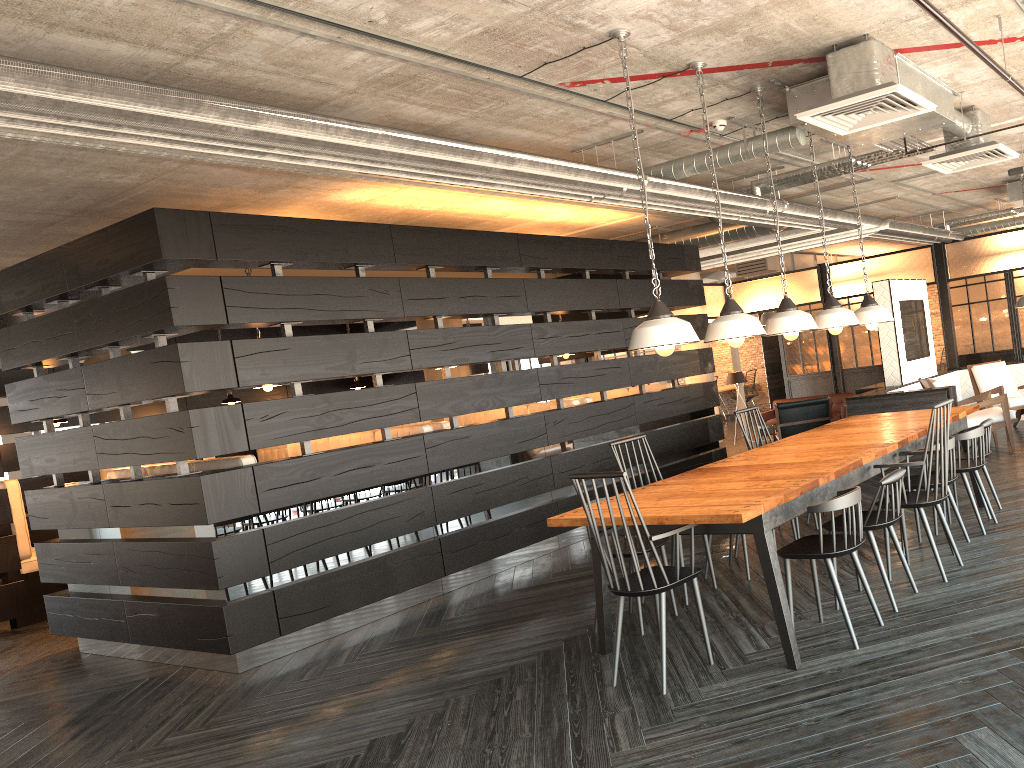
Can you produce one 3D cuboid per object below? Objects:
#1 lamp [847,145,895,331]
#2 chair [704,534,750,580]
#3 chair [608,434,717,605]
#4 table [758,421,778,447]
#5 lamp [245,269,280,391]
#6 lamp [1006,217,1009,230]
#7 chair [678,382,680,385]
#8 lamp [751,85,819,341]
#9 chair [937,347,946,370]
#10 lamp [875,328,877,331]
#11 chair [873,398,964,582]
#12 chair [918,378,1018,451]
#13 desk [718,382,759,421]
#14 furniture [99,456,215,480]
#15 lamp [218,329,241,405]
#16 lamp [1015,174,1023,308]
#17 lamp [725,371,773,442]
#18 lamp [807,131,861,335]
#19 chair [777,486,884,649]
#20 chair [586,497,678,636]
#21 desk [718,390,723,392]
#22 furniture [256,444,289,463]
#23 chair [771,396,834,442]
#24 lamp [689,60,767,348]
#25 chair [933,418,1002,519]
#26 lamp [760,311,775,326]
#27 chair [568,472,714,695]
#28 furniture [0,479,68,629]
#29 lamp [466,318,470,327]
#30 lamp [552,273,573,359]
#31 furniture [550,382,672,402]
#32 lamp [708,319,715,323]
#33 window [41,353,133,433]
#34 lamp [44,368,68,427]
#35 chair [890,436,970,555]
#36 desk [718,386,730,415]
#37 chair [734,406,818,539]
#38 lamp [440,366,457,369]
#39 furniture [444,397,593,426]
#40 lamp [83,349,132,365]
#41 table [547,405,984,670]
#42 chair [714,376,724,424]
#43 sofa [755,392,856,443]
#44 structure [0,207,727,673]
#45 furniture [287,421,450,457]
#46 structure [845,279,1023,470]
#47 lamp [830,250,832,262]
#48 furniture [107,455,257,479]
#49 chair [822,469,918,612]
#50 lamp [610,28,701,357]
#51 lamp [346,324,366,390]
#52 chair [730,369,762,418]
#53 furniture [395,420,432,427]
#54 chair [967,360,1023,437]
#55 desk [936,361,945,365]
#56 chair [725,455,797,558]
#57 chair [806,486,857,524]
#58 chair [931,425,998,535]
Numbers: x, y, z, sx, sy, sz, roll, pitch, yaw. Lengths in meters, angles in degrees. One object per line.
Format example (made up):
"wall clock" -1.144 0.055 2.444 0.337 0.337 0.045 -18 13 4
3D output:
"lamp" 2.656 -1.273 6.390 0.420 1.742 0.311 -11 3 -33
"chair" 1.503 0.913 5.634 0.383 0.739 0.430 -7 3 38
"chair" 0.982 0.836 5.267 0.422 1.035 0.526 -7 3 39
"table" 4.028 0.755 12.358 0.619 0.372 0.807 -8 1 34
"lamp" -1.922 -0.464 6.272 0.170 1.053 0.217 -7 3 32
"lamp" 9.369 -2.493 14.999 0.258 0.859 3.924 -6 1 41
"chair" 4.188 0.396 20.211 0.602 1.065 0.795 -7 3 39
"lamp" 1.644 -1.134 5.235 0.422 1.742 0.309 -11 4 -40
"chair" 8.734 -0.238 17.111 0.602 1.065 0.795 -7 3 39
"lamp" 4.596 -0.759 10.468 0.228 0.172 0.195 -8 1 4
"chair" 2.434 0.634 5.007 0.422 1.035 0.526 -7 3 39
"chair" 5.169 0.325 9.444 0.926 0.909 0.733 -8 2 6
"desk" 5.128 0.439 19.632 0.691 0.721 1.890 -7 1 41
"furniture" -3.708 1.376 8.848 1.626 1.263 1.230 -7 2 37
"lamp" -3.290 -0.270 9.509 0.197 1.053 0.189 -9 3 1
"lamp" 6.080 -1.695 9.783 0.586 1.549 0.431 -11 4 -44
"lamp" 3.993 0.357 13.842 0.874 1.182 0.528 -9 2 -5
"lamp" 2.150 -1.204 5.813 0.420 1.742 0.311 -11 3 -33
"chair" 1.576 0.901 4.179 0.383 0.739 0.430 -7 3 38
"chair" 0.678 1.027 4.807 0.383 0.739 0.430 -7 3 38
"desk" 3.886 0.609 18.215 0.691 0.721 1.890 -7 1 41
"furniture" -2.437 1.202 10.299 1.626 1.263 1.230 -7 2 37
"chair" 3.817 0.571 10.951 0.750 0.797 1.023 -8 1 6
"lamp" 1.138 -1.065 4.658 0.325 1.742 0.406 -7 3 28
"chair" 3.489 0.645 6.387 0.399 0.728 0.430 -7 3 38
"lamp" 5.102 -1.938 16.737 0.453 1.507 0.435 -9 3 1
"chair" 0.643 0.881 3.947 0.391 1.035 0.566 -6 3 44
"furniture" -4.698 1.512 7.718 1.628 1.264 0.667 -7 3 36
"lamp" -0.608 -1.155 10.219 0.512 1.507 0.376 -11 4 -44
"lamp" 0.515 -0.798 9.053 0.170 1.053 0.217 -7 3 32
"furniture" 1.127 0.707 9.649 1.620 1.264 0.680 -7 3 36
"lamp" 3.789 -1.714 18.902 0.258 0.859 3.924 -6 1 41
"window" -6.420 0.943 13.650 0.213 2.881 2.863 -6 3 41
"lamp" -4.529 -0.100 8.095 0.212 1.053 0.175 -10 3 -14
"chair" 2.773 0.737 5.552 0.383 0.739 0.430 -7 3 38
"desk" 4.561 0.518 20.028 0.691 0.721 1.890 -7 1 41
"chair" 2.109 0.681 6.552 0.422 1.035 0.526 -7 3 39
"lamp" -0.683 -0.634 7.686 0.223 1.053 0.164 -11 4 -44
"furniture" 0.126 0.844 8.506 1.618 1.263 1.230 -7 2 37
"lamp" -3.463 -0.764 6.960 0.512 1.507 0.376 -11 4 -44
"table" 2.052 0.810 5.481 1.029 0.793 4.311 -7 0 41
"chair" 4.161 0.397 17.997 0.602 1.065 0.795 -7 3 39
"sofa" 4.706 0.531 13.166 1.395 0.639 0.774 -8 1 36
"structure" -1.900 0.373 8.645 5.262 2.747 6.299 -8 1 39
"furniture" -1.145 1.018 7.056 1.618 1.263 1.230 -7 2 37
"structure" 6.143 -0.420 9.964 3.415 2.119 4.255 -7 1 39
"lamp" 7.105 -2.176 16.583 0.258 0.859 3.924 -6 1 41
"furniture" -2.131 1.153 5.931 1.620 1.264 0.682 -7 3 36
"chair" 1.979 0.852 4.626 0.399 0.728 0.430 -7 3 38
"lamp" 0.631 -0.996 4.079 0.394 1.742 0.337 -9 3 -11
"lamp" -2.092 -0.434 10.877 0.212 1.053 0.175 -10 3 -14
"chair" 5.417 0.225 19.431 0.602 1.065 0.795 -7 3 39
"furniture" -1.431 1.064 11.447 1.628 1.264 0.667 -7 3 36
"chair" 6.402 0.156 10.732 0.778 0.909 0.867 -9 1 -10
"desk" 8.444 -0.024 17.312 0.691 0.721 1.890 -7 1 41
"chair" 1.825 0.875 6.103 0.399 0.728 0.430 -7 3 38
"chair" 2.643 0.757 6.908 0.383 0.739 0.430 -7 3 38
"chair" 3.198 0.679 5.964 0.383 0.739 0.430 -7 3 38
